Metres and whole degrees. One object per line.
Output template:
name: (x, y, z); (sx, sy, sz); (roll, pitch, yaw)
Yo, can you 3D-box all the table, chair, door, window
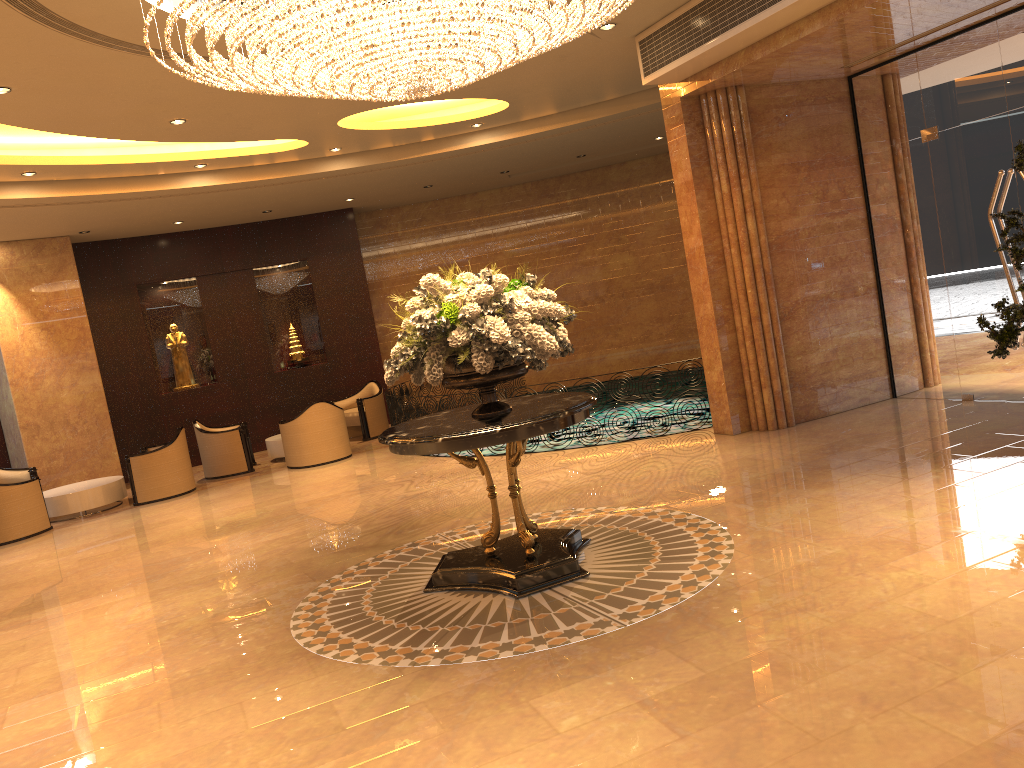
table: (-3.309, 0.945, 14.199); (1.196, 0.354, 1.196); (-10, 5, 4)
chair: (-2.845, 0.691, 12.939); (0.951, 0.916, 0.769); (-13, 6, -28)
chair: (-6.430, 1.512, 11.028); (0.951, 0.916, 0.769); (-9, 5, 12)
chair: (-2.543, 0.448, 14.997); (0.951, 0.916, 0.769); (-6, 7, 41)
table: (-0.073, 0.731, 6.029); (1.493, 1.089, 1.493); (-13, 6, -30)
chair: (-4.393, 0.915, 13.539); (0.769, 0.916, 0.951); (-11, 5, -13)
chair: (-7.252, 1.527, 12.487); (0.769, 0.916, 0.951); (-8, 6, 26)
door: (4.733, -1.181, 8.161); (0.195, 2.758, 1.880); (-12, 6, -23)
chair: (-4.890, 1.110, 12.388); (0.769, 0.916, 0.951); (-11, 5, -8)
table: (-5.996, 1.601, 12.321); (1.196, 0.354, 1.196); (-10, 5, 3)
window: (4.666, -1.551, 8.127); (0.047, 3.571, 3.515); (-12, 6, -23)

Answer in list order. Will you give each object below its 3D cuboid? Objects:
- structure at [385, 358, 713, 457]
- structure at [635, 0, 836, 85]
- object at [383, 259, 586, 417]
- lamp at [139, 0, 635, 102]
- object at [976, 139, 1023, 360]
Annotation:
structure: (-0.005, 0.262, 13.653); (3.815, 0.995, 7.624); (-11, 5, -5)
structure: (2.290, -3.242, 7.060); (0.425, 0.483, 4.113); (-12, 6, -23)
object: (-0.227, -0.295, 5.915); (1.277, 0.999, 1.318); (-10, 5, 7)
lamp: (-0.703, -2.482, 5.710); (3.206, 1.196, 3.204); (-9, 5, 13)
object: (4.219, -0.770, 6.904); (1.250, 2.363, 0.843); (-15, 7, -43)
